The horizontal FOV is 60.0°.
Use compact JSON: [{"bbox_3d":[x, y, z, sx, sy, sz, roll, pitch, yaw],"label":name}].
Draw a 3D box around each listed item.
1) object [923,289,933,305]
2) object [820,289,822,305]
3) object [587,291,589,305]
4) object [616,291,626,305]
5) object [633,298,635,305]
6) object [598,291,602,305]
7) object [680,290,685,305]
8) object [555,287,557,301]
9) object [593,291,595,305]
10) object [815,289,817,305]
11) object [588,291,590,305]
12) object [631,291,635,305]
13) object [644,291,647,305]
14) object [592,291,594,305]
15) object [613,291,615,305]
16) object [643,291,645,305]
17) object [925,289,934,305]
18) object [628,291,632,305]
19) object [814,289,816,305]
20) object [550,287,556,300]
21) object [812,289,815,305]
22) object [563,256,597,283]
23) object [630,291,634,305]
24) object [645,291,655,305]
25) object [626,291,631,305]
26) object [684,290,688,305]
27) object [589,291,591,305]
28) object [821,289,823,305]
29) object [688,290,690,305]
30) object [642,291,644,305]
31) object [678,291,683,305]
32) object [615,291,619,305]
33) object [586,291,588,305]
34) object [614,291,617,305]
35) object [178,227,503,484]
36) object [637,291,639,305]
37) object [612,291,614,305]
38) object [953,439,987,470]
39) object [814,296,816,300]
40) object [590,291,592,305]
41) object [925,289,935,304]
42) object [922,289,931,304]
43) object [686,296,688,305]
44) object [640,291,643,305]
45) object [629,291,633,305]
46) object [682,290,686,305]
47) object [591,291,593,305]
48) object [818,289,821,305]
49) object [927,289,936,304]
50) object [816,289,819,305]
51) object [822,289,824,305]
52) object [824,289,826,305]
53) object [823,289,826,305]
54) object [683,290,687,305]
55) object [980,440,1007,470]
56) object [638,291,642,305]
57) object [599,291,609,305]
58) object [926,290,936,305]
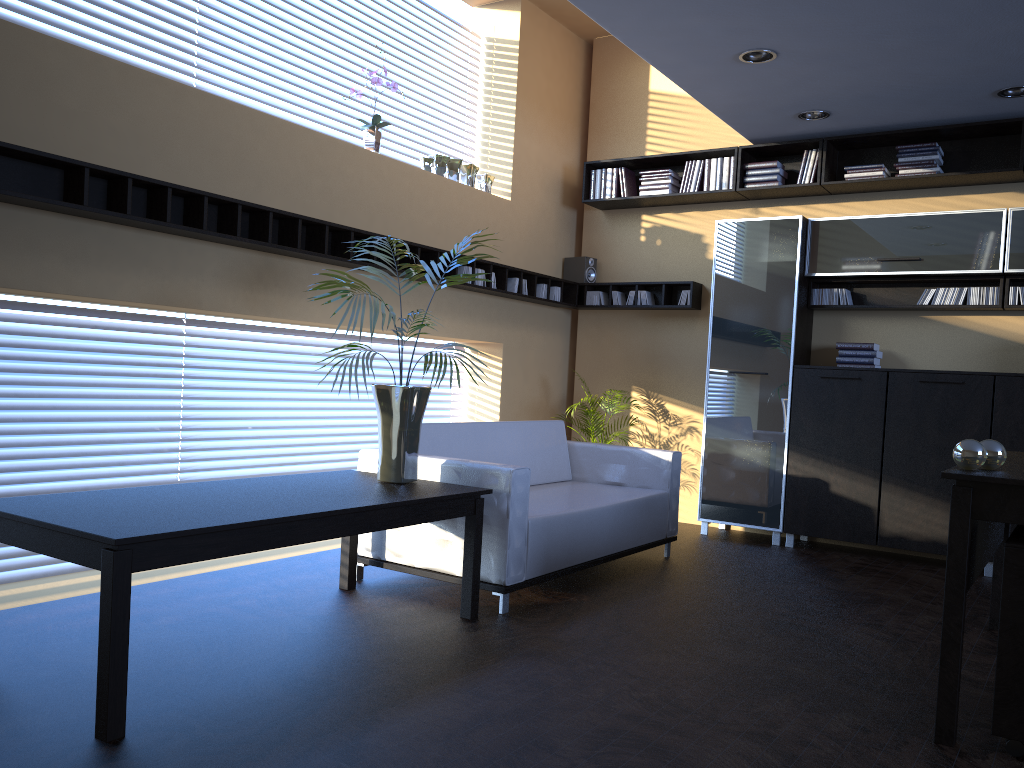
[{"bbox_3d":[2.930,-0.605,6.222,0.055,0.110,0.140,4,1,33],"label":"object"},{"bbox_3d":[2.323,-0.643,6.623,0.006,0.118,0.140,4,2,33],"label":"object"},{"bbox_3d":[0.693,-0.737,7.697,0.009,0.120,0.142,4,2,33],"label":"object"},{"bbox_3d":[0.933,-0.722,7.539,0.040,0.118,0.142,4,1,33],"label":"object"},{"bbox_3d":[1.053,-0.716,7.461,0.030,0.124,0.142,4,2,33],"label":"object"},{"bbox_3d":[0.779,-0.732,7.641,0.009,0.120,0.142,4,2,33],"label":"object"},{"bbox_3d":[1.416,-0.695,7.222,0.030,0.120,0.142,4,1,33],"label":"object"},{"bbox_3d":[0.315,-0.756,7.445,0.142,0.120,0.009,4,2,33],"label":"object"},{"bbox_3d":[0.744,-0.734,7.663,0.009,0.120,0.142,4,2,33],"label":"object"},{"bbox_3d":[2.298,-0.645,6.640,0.006,0.118,0.140,4,2,34],"label":"object"},{"bbox_3d":[0.701,-0.737,7.692,0.009,0.120,0.142,4,2,33],"label":"object"},{"bbox_3d":[1.052,-0.716,7.461,0.030,0.120,0.142,4,1,33],"label":"object"},{"bbox_3d":[1.141,-0.711,7.403,0.030,0.120,0.142,4,1,33],"label":"object"},{"bbox_3d":[0.736,-0.735,7.669,0.009,0.120,0.142,4,2,33],"label":"object"},{"bbox_3d":[0.903,-0.725,7.559,0.030,0.120,0.142,4,1,33],"label":"object"},{"bbox_3d":[1.133,-0.712,7.408,0.030,0.120,0.142,4,1,33],"label":"object"},{"bbox_3d":[2.941,-0.604,6.220,0.055,0.110,0.140,4,1,33],"label":"object"},{"bbox_3d":[1.026,-0.718,7.478,0.030,0.120,0.142,4,1,33],"label":"object"},{"bbox_3d":[2.290,-0.645,6.645,0.006,0.118,0.140,4,2,33],"label":"object"},{"bbox_3d":[0.295,-0.755,7.416,0.142,0.118,0.040,4,2,33],"label":"object"},{"bbox_3d":[2.280,-0.646,6.650,0.009,0.120,0.142,4,2,34],"label":"object"},{"bbox_3d":[0.600,-0.987,7.769,0.254,0.229,0.159,4,2,43],"label":"object"},{"bbox_3d":[1.043,-0.717,7.467,0.030,0.120,0.142,4,1,33],"label":"object"},{"bbox_3d":[1.154,-0.709,7.394,0.040,0.118,0.142,4,1,33],"label":"object"},{"bbox_3d":[1.014,-0.717,7.486,0.040,0.118,0.142,4,1,33],"label":"object"},{"bbox_3d":[1.442,-0.694,7.205,0.030,0.120,0.142,4,1,33],"label":"object"},{"bbox_3d":[0.710,-0.736,7.686,0.009,0.120,0.142,4,2,33],"label":"object"},{"bbox_3d":[2.331,-0.643,6.618,0.009,0.120,0.142,4,2,33],"label":"object"},{"bbox_3d":[1.459,-0.693,7.194,0.009,0.120,0.142,4,2,33],"label":"object"},{"bbox_3d":[1.124,-0.712,7.414,0.030,0.120,0.142,4,1,33],"label":"object"},{"bbox_3d":[1.403,-0.695,7.230,0.040,0.118,0.142,4,1,33],"label":"object"},{"bbox_3d":[0.920,-0.724,7.548,0.030,0.120,0.142,4,1,33],"label":"object"},{"bbox_3d":[0.684,-0.738,7.703,0.009,0.120,0.142,4,2,33],"label":"object"},{"bbox_3d":[0.912,-0.724,7.553,0.030,0.120,0.142,4,1,33],"label":"object"},{"bbox_3d":[-0.907,0.113,4.625,1.040,1.861,1.894,2,2,-37],"label":"object"},{"bbox_3d":[1.090,-0.714,7.437,0.009,0.120,0.142,4,2,33],"label":"object"},{"bbox_3d":[0.895,-0.725,7.565,0.030,0.120,0.142,4,1,33],"label":"object"},{"bbox_3d":[1.575,0.243,3.050,0.105,0.105,0.105,2,1,-38],"label":"object"},{"bbox_3d":[2.291,-0.645,6.649,0.009,0.120,0.142,4,2,33],"label":"object"},{"bbox_3d":[0.719,-0.736,7.680,0.009,0.120,0.142,4,2,33],"label":"object"},{"bbox_3d":[2.941,-0.604,6.221,0.059,0.113,0.142,4,1,33],"label":"object"},{"bbox_3d":[2.923,-0.605,6.230,0.059,0.113,0.142,4,1,33],"label":"object"},{"bbox_3d":[1.442,-0.694,7.205,0.030,0.124,0.142,4,2,33],"label":"object"},{"bbox_3d":[1.115,-0.713,7.420,0.030,0.120,0.142,4,1,33],"label":"object"},{"bbox_3d":[1.035,-0.717,7.473,0.030,0.120,0.142,4,1,33],"label":"object"},{"bbox_3d":[1.424,-0.695,7.216,0.030,0.120,0.142,4,1,33],"label":"object"},{"bbox_3d":[0.727,-0.735,7.675,0.009,0.120,0.142,4,2,33],"label":"object"},{"bbox_3d":[2.317,-0.644,6.633,0.009,0.120,0.142,4,2,33],"label":"object"},{"bbox_3d":[2.948,-0.604,6.212,0.055,0.110,0.140,4,1,33],"label":"object"},{"bbox_3d":[2.305,-0.644,6.634,0.009,0.120,0.142,4,2,34],"label":"object"},{"bbox_3d":[2.339,-0.642,6.611,0.009,0.120,0.142,4,2,33],"label":"object"},{"bbox_3d":[2.347,-0.642,6.605,0.006,0.118,0.140,4,2,34],"label":"object"},{"bbox_3d":[2.348,-0.642,6.607,0.009,0.120,0.142,4,2,34],"label":"object"},{"bbox_3d":[1.433,-0.694,7.211,0.030,0.120,0.142,4,1,33],"label":"object"},{"bbox_3d":[1.676,0.248,3.113,0.105,0.105,0.105,2,1,-38],"label":"object"},{"bbox_3d":[1.098,-0.714,7.431,0.009,0.120,0.142,4,2,33],"label":"object"},{"bbox_3d":[0.799,-0.730,7.628,0.040,0.118,0.142,4,1,33],"label":"object"},{"bbox_3d":[2.951,-0.604,6.219,0.059,0.113,0.142,4,1,33],"label":"object"}]
